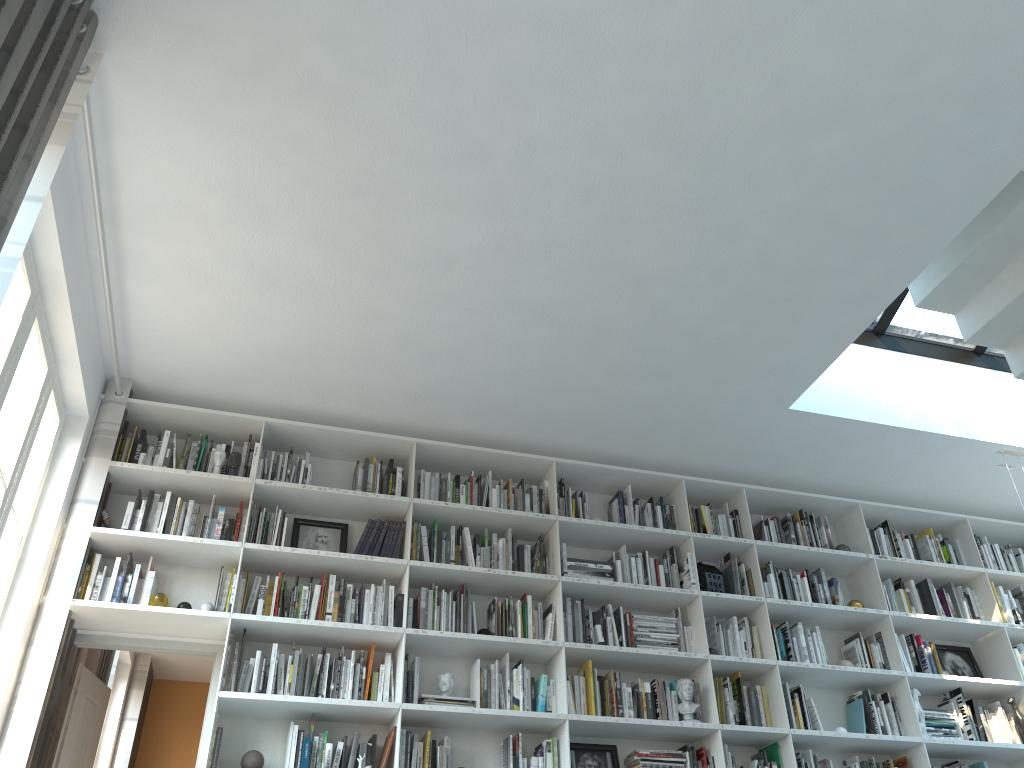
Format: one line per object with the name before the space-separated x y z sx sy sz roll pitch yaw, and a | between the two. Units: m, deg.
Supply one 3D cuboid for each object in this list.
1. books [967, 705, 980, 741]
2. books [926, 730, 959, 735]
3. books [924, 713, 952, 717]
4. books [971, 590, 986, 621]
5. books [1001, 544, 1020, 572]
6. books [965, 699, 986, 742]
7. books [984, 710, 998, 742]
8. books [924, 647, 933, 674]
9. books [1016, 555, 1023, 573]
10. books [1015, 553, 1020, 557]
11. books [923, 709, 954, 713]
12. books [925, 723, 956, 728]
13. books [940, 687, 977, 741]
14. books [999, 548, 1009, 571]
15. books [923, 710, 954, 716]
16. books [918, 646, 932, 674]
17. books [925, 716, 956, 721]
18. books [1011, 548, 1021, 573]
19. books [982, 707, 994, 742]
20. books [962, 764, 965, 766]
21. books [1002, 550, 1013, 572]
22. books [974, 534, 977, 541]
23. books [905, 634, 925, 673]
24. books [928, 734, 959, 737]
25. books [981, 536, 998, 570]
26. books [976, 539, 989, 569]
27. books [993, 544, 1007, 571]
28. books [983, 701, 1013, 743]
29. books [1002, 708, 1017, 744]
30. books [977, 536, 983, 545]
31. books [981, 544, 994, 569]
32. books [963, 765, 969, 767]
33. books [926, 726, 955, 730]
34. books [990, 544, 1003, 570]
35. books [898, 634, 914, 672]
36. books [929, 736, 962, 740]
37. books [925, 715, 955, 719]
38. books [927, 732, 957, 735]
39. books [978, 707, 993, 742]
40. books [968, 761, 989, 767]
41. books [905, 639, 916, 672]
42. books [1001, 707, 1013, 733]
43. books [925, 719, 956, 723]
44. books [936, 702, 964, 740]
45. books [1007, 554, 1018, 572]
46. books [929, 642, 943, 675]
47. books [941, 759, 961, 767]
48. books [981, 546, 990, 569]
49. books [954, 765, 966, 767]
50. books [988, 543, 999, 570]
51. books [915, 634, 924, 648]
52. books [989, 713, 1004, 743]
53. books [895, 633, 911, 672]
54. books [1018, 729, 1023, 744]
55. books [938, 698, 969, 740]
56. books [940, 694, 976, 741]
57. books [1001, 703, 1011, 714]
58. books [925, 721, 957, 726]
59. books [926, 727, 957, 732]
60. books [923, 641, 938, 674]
books | 2.683 2.055 5.270 0.030 0.235 0.180 9 -36 -14
books | 2.449 2.059 5.201 0.285 0.012 0.160 10 -37 -16
books | 2.449 1.980 5.257 0.254 0.012 0.161 8 -36 -12
books | 2.998 1.500 5.785 0.031 0.264 0.170 9 -36 -14
books | 3.423 1.271 6.122 0.012 0.283 0.160 9 -36 -14
books | 2.737 2.048 5.301 0.059 0.280 0.168 9 -36 -14
books | 2.842 2.097 5.333 0.028 0.234 0.130 9 -36 -14
books | 2.510 1.743 5.439 0.033 0.211 0.153 9 -36 -14
books | 3.473 1.304 6.106 0.057 0.210 0.163 9 -36 -14
books | 3.501 1.307 6.131 0.010 0.234 0.132 9 -36 -14
books | 2.449 1.961 5.271 0.285 0.012 0.160 8 -36 -12
books | 2.452 2.026 5.217 0.254 0.012 0.162 6 -36 -10
books | 2.665 2.006 5.288 0.010 0.337 0.181 9 -36 -14
books | 3.334 1.270 6.088 0.027 0.248 0.155 9 -36 -14
books | 2.449 1.970 5.264 0.285 0.012 0.160 10 -37 -16
books | 2.479 1.731 5.416 0.013 0.205 0.190 9 -36 -14
books | 2.452 1.996 5.238 0.285 0.012 0.160 12 -37 -18
books | 3.437 1.279 6.115 0.015 0.262 0.144 9 -36 -14
books | 2.813 2.087 5.331 0.031 0.248 0.134 9 -36 -14
books | 2.571 2.327 5.049 0.011 0.270 0.152 9 -36 -14
books | 3.362 1.275 6.084 0.025 0.235 0.144 9 -36 -14
books | 3.172 1.211 6.070 0.014 0.329 0.143 9 -36 -14
books | 2.443 1.701 5.441 0.012 0.286 0.177 9 -36 -14
books | 2.449 2.076 5.183 0.254 0.012 0.161 7 -36 -11
books | 3.221 1.221 6.063 0.012 0.304 0.185 9 -36 -14
books | 3.146 1.217 6.024 0.012 0.267 0.185 9 -36 -14
books | 3.299 1.254 6.076 0.029 0.263 0.180 9 -36 -14
books | 2.899 2.073 5.331 0.021 0.269 0.192 9 -36 -14
books | 2.928 2.092 5.331 0.041 0.238 0.177 9 -36 -14
books | 3.205 1.219 6.078 0.012 0.324 0.152 9 -36 -14
books | 3.194 1.241 6.038 0.023 0.242 0.183 9 -36 -14
books | 2.555 2.316 5.025 0.012 0.260 0.187 9 -36 -14
books | 2.447 2.041 5.218 0.254 0.012 0.161 9 -37 -14
books | 3.275 1.252 6.068 0.022 0.257 0.164 9 -36 -14
books | 2.387 1.701 5.438 0.012 0.283 0.160 9 -36 -14
books | 2.450 2.084 5.174 0.285 0.012 0.160 6 -36 -10
books | 2.450 1.990 5.250 0.285 0.012 0.160 8 -36 -12
books | 2.448 2.068 5.194 0.254 0.012 0.161 8 -36 -12
books | 2.789 2.076 5.307 0.031 0.241 0.148 9 -36 -14
books | 2.689 2.331 5.074 0.026 0.288 0.182 9 -36 -14
books | 2.410 1.718 5.448 0.043 0.267 0.131 9 -36 -14
books | 2.955 2.099 5.355 0.024 0.253 0.145 9 -36 -14
books | 2.450 2.010 5.236 0.285 0.012 0.160 8 -36 -12
books | 2.598 2.040 5.262 0.012 0.252 0.161 9 -36 -14
books | 3.399 1.294 6.088 0.026 0.207 0.164 9 -36 -14
books | 2.561 1.733 5.452 0.026 0.242 0.179 9 -36 -14
books | 2.539 2.309 5.046 0.013 0.297 0.148 9 -36 -14
books | 3.162 1.238 6.019 0.022 0.227 0.175 9 -36 -14
books | 2.525 2.311 5.012 0.028 0.253 0.192 9 -36 -14
books | 3.250 1.244 6.070 0.027 0.274 0.149 9 -36 -14
books | 2.488 1.708 5.450 0.014 0.283 0.176 9 -36 -14
books | 2.870 2.106 5.328 0.025 0.212 0.156 9 -36 -14
books | 2.348 1.690 5.424 0.065 0.287 0.146 9 -36 -14
books | 3.005 2.129 5.335 0.027 0.178 0.167 9 -36 -14
books | 2.637 2.040 5.289 0.012 0.283 0.160 9 -36 -14
books | 2.655 2.021 5.276 0.011 0.298 0.185 9 -36 -14
books | 3.024 2.107 5.394 0.029 0.282 0.139 9 -36 -14
books | 2.451 2.018 5.228 0.285 0.012 0.160 11 -37 -16
books | 2.450 2.045 5.203 0.254 0.012 0.161 12 -37 -18
books | 2.536 1.731 5.456 0.021 0.252 0.167 9 -36 -14
